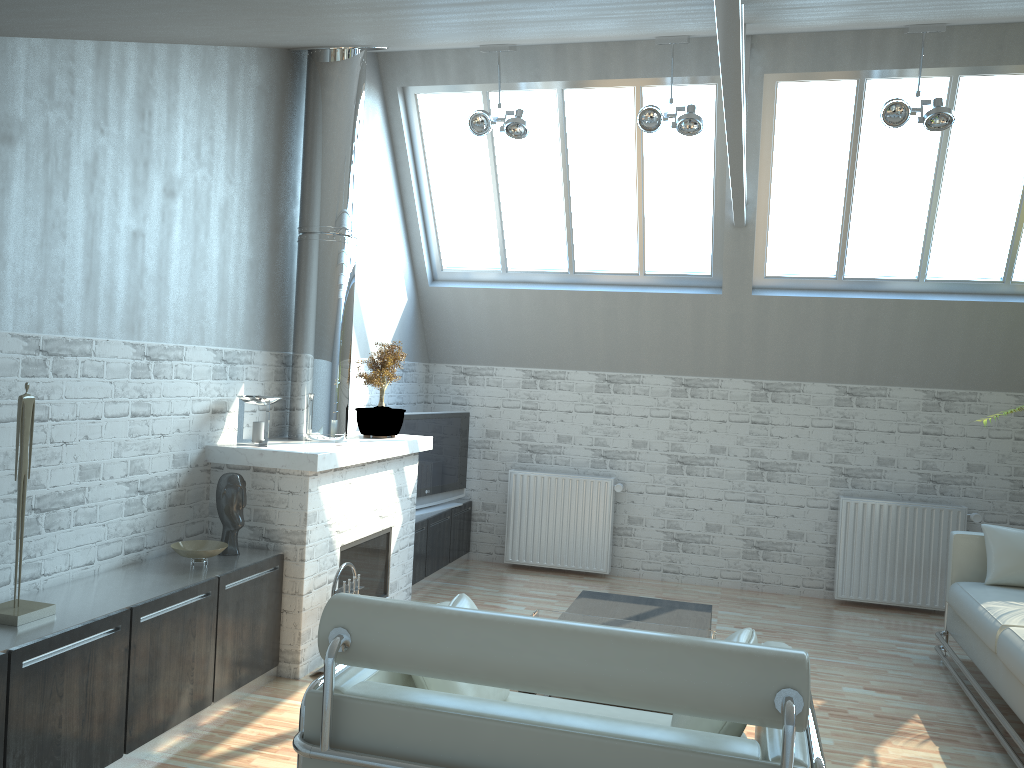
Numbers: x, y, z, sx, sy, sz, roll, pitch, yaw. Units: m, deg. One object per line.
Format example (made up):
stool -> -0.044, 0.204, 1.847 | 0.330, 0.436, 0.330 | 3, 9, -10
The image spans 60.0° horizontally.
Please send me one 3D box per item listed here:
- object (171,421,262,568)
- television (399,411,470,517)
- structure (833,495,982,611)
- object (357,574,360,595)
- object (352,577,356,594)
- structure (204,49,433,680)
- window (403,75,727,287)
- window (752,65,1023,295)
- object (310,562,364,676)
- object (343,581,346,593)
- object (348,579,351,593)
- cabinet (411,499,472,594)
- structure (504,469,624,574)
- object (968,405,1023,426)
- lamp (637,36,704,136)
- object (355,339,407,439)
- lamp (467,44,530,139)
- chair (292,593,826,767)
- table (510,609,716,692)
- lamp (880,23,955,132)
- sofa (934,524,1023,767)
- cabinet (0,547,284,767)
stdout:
object -> -0.632, 1.774, 8.090 | 4.859, 2.558, 1.528 | 3, 1, 14
television -> -1.398, 1.185, 13.657 | 0.592, 1.514, 2.577 | 3, 1, 25
structure -> 5.811, 2.504, 13.119 | 1.892, 1.524, 0.508 | 3, 1, 15
object -> -1.639, 2.449, 9.372 | 0.155, 0.873, 0.026 | 3, 1, 16
object -> -1.668, 2.439, 9.262 | 0.025, 0.855, 0.025 | 3, 1, 37
structure -> -2.047, -0.634, 10.473 | 1.309, 7.180, 3.302 | 3, 1, 15
window -> 0.820, -2.980, 13.252 | 4.651, 2.787, 1.897 | 3, 1, 15
window -> 5.721, -2.708, 11.943 | 4.651, 2.787, 1.897 | 3, 1, 15
object -> -1.761, 2.419, 9.239 | 0.412, 1.124, 0.584 | 3, 1, 15
object -> -1.673, 2.472, 9.015 | 0.146, 0.916, 0.131 | 3, 1, 15
object -> -1.641, 2.481, 9.154 | 0.145, 0.932, 0.065 | 3, 1, -4
cabinet -> -1.550, 2.445, 13.599 | 0.908, 1.016, 3.234 | 3, 1, 15
structure -> 0.856, 2.229, 14.443 | 1.892, 1.524, 0.508 | 3, 1, 15
object -> 7.467, 1.271, 9.868 | 3.777, 4.386, 5.015 | 3, 1, -10
lamp -> 1.952, -3.696, 10.897 | 0.808, 1.172, 0.619 | 3, 1, 19
object -> -1.707, 0.045, 11.251 | 0.572, 1.265, 1.115 | 3, 1, 19
lamp -> -0.180, -3.814, 11.467 | 0.808, 1.172, 0.619 | 3, 1, 19
chair -> 0.358, 2.135, 5.024 | 2.507, 2.001, 2.201 | 3, 1, 15
table -> 0.919, 2.683, 7.998 | 1.726, 0.867, 1.015 | 3, 1, 15
lamp -> 4.678, -3.544, 10.169 | 0.808, 1.172, 0.618 | 3, 1, 19
sofa -> 5.687, 2.387, 8.355 | 2.199, 1.999, 4.866 | 3, 1, 15
cabinet -> -3.342, 2.288, 6.813 | 0.914, 1.270, 4.572 | 3, 1, 15
